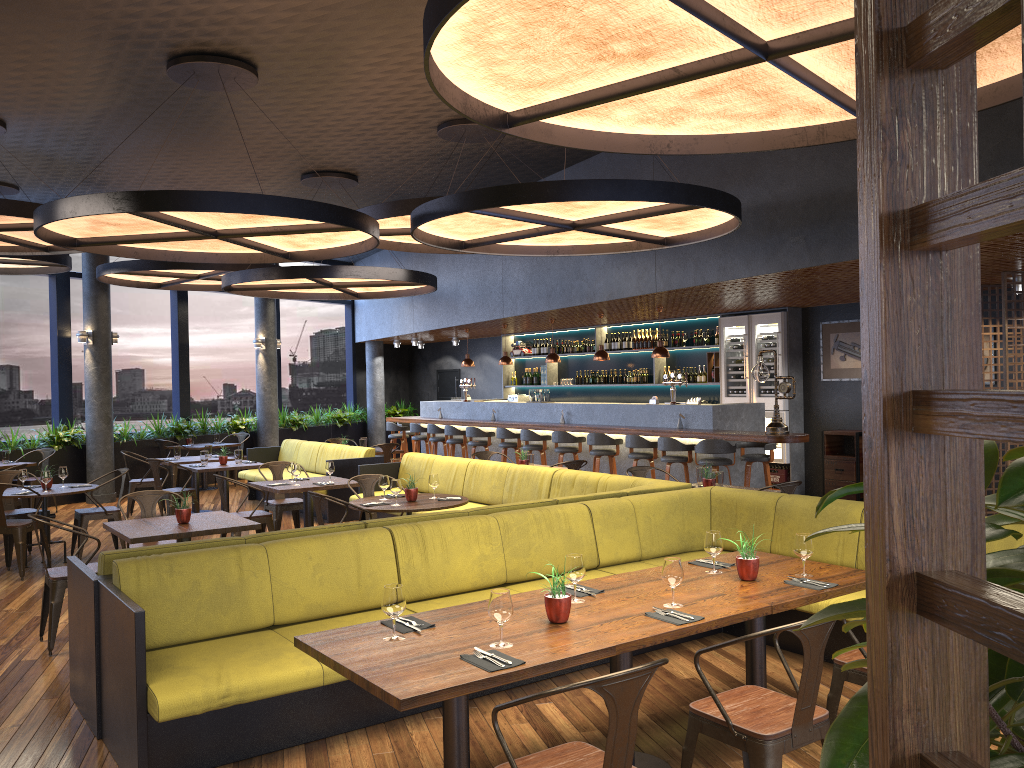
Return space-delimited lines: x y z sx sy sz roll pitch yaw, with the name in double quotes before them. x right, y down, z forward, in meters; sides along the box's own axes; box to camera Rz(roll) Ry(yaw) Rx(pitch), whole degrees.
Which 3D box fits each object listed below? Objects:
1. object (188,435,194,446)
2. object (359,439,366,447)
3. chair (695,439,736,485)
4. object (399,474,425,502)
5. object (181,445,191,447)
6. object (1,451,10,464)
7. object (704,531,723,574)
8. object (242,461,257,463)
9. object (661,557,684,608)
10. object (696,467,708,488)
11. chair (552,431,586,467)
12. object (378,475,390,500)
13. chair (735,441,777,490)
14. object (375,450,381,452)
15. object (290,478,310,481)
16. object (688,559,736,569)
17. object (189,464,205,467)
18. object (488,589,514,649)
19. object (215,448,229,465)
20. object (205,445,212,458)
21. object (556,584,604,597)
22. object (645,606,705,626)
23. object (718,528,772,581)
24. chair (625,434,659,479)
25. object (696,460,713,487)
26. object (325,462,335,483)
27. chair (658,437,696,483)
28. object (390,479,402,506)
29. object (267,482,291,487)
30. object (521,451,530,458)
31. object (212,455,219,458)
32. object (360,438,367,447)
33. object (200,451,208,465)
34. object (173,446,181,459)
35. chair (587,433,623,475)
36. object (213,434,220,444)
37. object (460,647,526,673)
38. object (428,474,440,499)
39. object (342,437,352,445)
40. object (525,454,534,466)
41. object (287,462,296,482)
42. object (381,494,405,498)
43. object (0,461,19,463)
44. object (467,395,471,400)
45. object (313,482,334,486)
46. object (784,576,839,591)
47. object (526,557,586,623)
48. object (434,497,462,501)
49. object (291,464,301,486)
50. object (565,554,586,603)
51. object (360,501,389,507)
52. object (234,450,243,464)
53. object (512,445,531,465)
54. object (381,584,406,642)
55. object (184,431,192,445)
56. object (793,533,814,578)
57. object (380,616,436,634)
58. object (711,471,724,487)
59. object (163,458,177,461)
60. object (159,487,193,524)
"object" -5.500 0.967 15.203 0.102 0.178 0.102 -1 0 37
"object" -2.190 0.904 13.012 0.102 0.178 0.102 -1 0 40
"chair" 2.340 1.145 10.244 0.438 1.048 0.483 -1 0 -43
"object" -0.840 0.848 7.454 0.238 0.271 0.260 -1 0 -14
"object" -5.537 1.048 15.041 0.255 0.019 0.157 -1 0 31
"object" -6.957 1.008 12.184 0.102 0.178 0.102 -1 0 -43
"object" 1.024 0.853 4.501 0.097 0.206 0.097 -1 0 10
"object" -3.414 1.015 11.537 0.157 0.019 0.255 -1 0 -36
"object" 0.700 0.862 3.857 0.097 0.206 0.097 -1 0 10
"object" 1.701 0.839 7.940 0.102 0.178 0.102 -1 0 40
"chair" 0.809 1.170 12.460 0.483 1.048 0.438 -1 0 15
"object" -1.097 0.888 7.606 0.097 0.206 0.097 -1 0 -10
"chair" 2.923 1.132 10.609 0.483 1.048 0.438 -1 0 26
"object" -2.055 0.981 12.912 0.255 0.019 0.157 -1 0 -36
"object" -2.229 1.000 9.332 0.157 0.019 0.255 -1 0 -35
"object" 1.068 0.946 4.670 0.157 0.019 0.255 -1 0 -35
"object" -3.975 1.028 11.180 0.157 0.019 0.255 -1 0 -36
"object" -0.042 0.880 3.332 0.097 0.206 0.097 -1 0 10
"object" -3.686 0.895 11.350 0.238 0.271 0.260 -1 0 4
"object" -4.262 0.950 12.458 0.102 0.178 0.102 -1 0 30
"object" 0.326 0.963 4.146 0.157 0.019 0.255 -1 0 -35
"object" 0.659 0.958 3.688 0.157 0.019 0.255 -1 0 -35
"object" 1.151 0.816 4.328 0.238 0.271 0.260 -1 0 -14
"chair" 1.687 1.156 11.264 0.483 1.048 0.438 -1 0 26
"object" 1.698 0.793 7.703 0.260 0.271 0.238 -1 0 -34
"object" -1.856 0.899 9.044 0.097 0.206 0.097 -1 0 -44
"chair" 1.992 1.151 10.718 0.438 1.048 0.483 -1 0 -7
"object" -0.947 0.886 7.252 0.097 0.206 0.097 -1 0 3
"object" -2.319 1.003 8.886 0.255 0.019 0.157 -1 0 -35
"object" 0.152 0.864 10.158 0.102 0.178 0.102 -1 0 0
"object" -4.160 1.027 12.591 0.157 0.019 0.255 -1 0 -36
"object" -2.244 0.904 13.433 0.102 0.178 0.102 -1 0 0
"object" -3.937 0.947 11.349 0.102 0.178 0.102 -1 0 -30
"object" -4.682 0.959 12.404 0.102 0.178 0.102 -1 0 30
"chair" 1.234 1.163 11.895 0.438 1.048 0.483 -1 0 -21
"object" -5.137 0.958 15.421 0.102 0.178 0.102 -1 0 -43
"object" -0.083 0.975 3.163 0.157 0.019 0.255 -1 0 -35
"object" -0.671 0.879 7.635 0.097 0.206 0.097 -1 0 6
"object" -2.466 0.863 13.030 0.238 0.271 0.260 -1 0 -30
"object" 0.197 0.864 9.773 0.102 0.178 0.102 -1 0 40
"object" -2.273 0.908 9.163 0.097 0.206 0.097 -1 0 -44
"object" -1.034 0.980 7.770 0.157 0.019 0.255 -1 0 -29
"object" -6.987 1.088 12.356 0.255 0.019 0.157 -1 0 31
"object" -0.652 0.254 17.515 0.766 0.106 0.200 -1 0 -35
"object" -1.896 0.995 8.875 0.157 0.019 0.255 -1 0 -35
"object" 1.401 0.940 4.213 0.157 0.019 0.255 -1 0 -35
"object" 0.193 0.838 3.650 0.238 0.271 0.260 -1 0 -14
"object" -0.548 0.971 7.509 0.255 0.019 0.157 -1 0 -3
"object" -2.152 0.906 8.843 0.097 0.206 0.097 -1 0 -35
"object" 0.282 0.871 3.976 0.097 0.206 0.097 -1 0 10
"object" -1.112 0.983 7.301 0.255 0.019 0.157 -1 0 -33
"object" -3.516 0.937 11.403 0.102 0.178 0.102 -1 0 20
"object" 0.135 0.819 9.934 0.238 0.271 0.260 -1 0 -14
"object" -0.460 0.888 3.452 0.097 0.206 0.097 -1 0 10
"object" -5.651 0.923 15.475 0.260 0.271 0.238 -1 0 -34
"object" 1.441 0.845 4.382 0.097 0.206 0.097 -1 0 10
"object" -0.415 0.981 3.621 0.157 0.019 0.255 -1 0 -35
"object" 1.756 0.839 7.568 0.102 0.178 0.102 -1 0 40
"object" -4.721 1.040 12.235 0.157 0.019 0.255 -1 0 -36
"object" -2.420 0.884 6.509 0.260 0.271 0.238 -1 0 0
